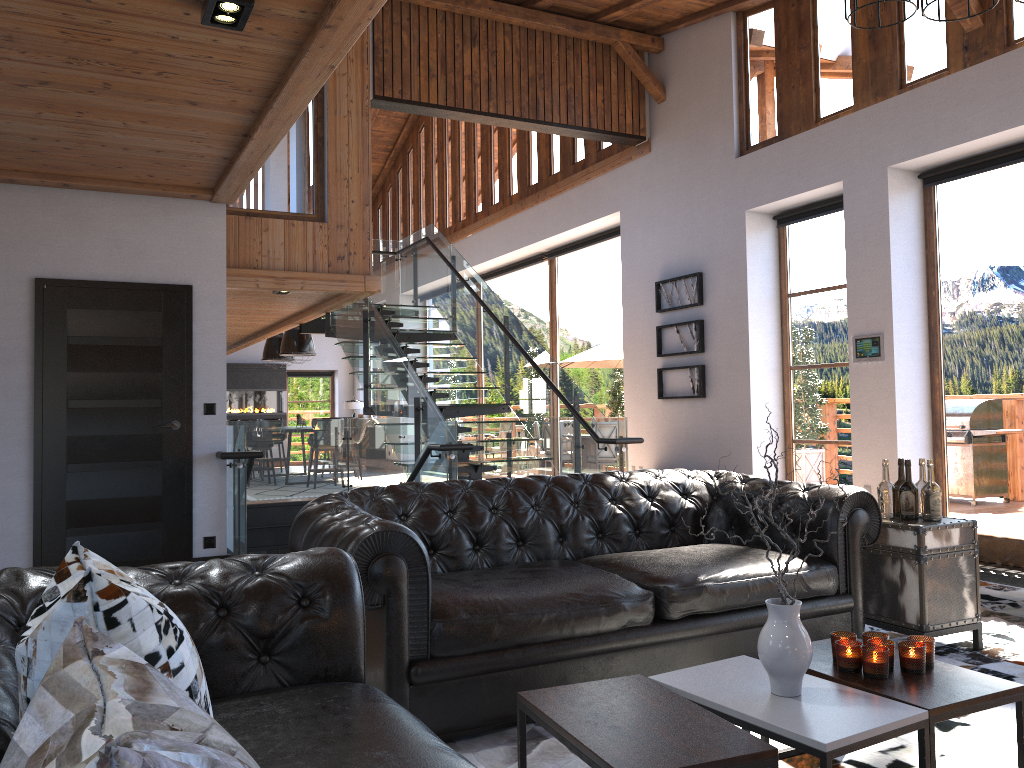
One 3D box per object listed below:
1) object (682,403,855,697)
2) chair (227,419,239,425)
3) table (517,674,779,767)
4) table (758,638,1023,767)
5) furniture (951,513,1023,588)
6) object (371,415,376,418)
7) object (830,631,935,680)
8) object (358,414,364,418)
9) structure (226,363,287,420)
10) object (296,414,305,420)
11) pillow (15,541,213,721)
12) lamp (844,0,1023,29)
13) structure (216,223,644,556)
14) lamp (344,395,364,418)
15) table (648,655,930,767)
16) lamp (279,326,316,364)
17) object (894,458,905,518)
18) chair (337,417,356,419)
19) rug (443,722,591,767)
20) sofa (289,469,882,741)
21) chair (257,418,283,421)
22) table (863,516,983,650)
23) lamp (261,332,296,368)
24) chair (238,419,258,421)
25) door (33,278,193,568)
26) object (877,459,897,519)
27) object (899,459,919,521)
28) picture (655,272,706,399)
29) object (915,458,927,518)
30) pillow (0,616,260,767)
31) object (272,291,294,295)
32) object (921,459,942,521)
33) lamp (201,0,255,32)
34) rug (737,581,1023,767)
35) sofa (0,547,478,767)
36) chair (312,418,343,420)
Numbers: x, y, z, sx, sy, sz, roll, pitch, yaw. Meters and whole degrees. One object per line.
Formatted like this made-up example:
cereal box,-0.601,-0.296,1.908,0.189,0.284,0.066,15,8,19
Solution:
object,0.759,0.456,2.525,0.409,0.808,0.615,0,-2,-16
chair,-4.627,1.150,15.227,0.575,1.092,0.498,1,-3,-43
table,0.319,1.035,2.279,0.403,0.350,0.644,0,-2,-22
table,1.126,1.034,2.683,0.404,0.350,0.643,0,-2,-27
furniture,3.295,1.024,4.727,1.187,0.437,2.731,0,-2,-27
object,-3.016,0.795,18.846,0.495,0.263,0.182,-2,-3,31
object,1.130,0.818,2.676,0.301,0.081,0.247,-1,-2,11
object,-3.294,0.800,19.321,0.151,0.288,0.495,0,-2,-27
structure,-5.711,0.382,19.403,1.458,1.650,0.428,0,-3,-27
object,-3.693,0.642,15.550,0.115,0.254,0.223,-2,-2,26
pillow,-0.603,0.475,1.368,0.286,0.469,0.523,0,-2,-24
lamp,1.180,-2.026,2.189,0.264,2.203,0.793,1,-3,-36
structure,0.264,1.117,11.563,9.301,6.402,10.912,0,-2,-27
lamp,-3.519,0.600,19.799,0.473,0.726,0.466,0,-2,-18
table,0.744,1.034,2.458,0.404,0.350,0.643,0,-2,-32
lamp,-3.681,-2.694,15.182,0.617,4.687,0.625,-2,-3,18
object,1.905,0.506,4.328,0.087,0.286,0.088,-1,-3,13
chair,-3.074,1.145,15.925,0.575,1.092,0.498,1,-3,-43
rug,-0.276,1.189,1.874,2.455,0.053,4.003,0,-2,-26
sofa,0.323,0.851,3.986,2.591,0.839,1.226,0,-2,-28
chair,-4.681,1.212,17.223,0.509,1.092,0.562,0,-3,-28
table,1.927,0.946,4.231,0.409,0.609,0.413,0,-3,-27
lamp,-4.382,-2.639,16.592,0.617,4.687,0.625,-2,-3,18
chair,-4.158,1.116,14.397,0.574,1.092,0.499,0,-3,-28
door,-2.600,0.353,5.822,0.950,2.056,0.142,0,-3,-27
object,1.810,0.506,4.284,0.086,0.286,0.089,-3,-3,40
object,1.892,0.503,4.231,0.086,0.286,0.088,-3,-3,41
picture,1.809,-0.499,9.571,0.060,1.313,0.766,0,-3,-26
object,1.992,0.504,4.300,0.088,0.286,0.087,0,-3,-14
pillow,-0.304,0.452,0.766,0.286,0.469,0.523,0,-2,-24
object,-2.202,-0.910,8.529,0.157,0.068,0.258,0,-2,-27
object,1.978,0.500,4.184,0.088,0.286,0.087,0,-3,-17
lamp,-1.051,-1.396,3.271,0.157,0.068,0.258,0,-2,-27
rug,2.047,1.224,4.297,3.845,0.053,2.407,0,-2,-26
sofa,-0.467,0.779,1.203,1.252,0.839,2.539,0,-2,-27
chair,-2.857,1.072,13.681,0.509,1.092,0.562,0,-3,-28
